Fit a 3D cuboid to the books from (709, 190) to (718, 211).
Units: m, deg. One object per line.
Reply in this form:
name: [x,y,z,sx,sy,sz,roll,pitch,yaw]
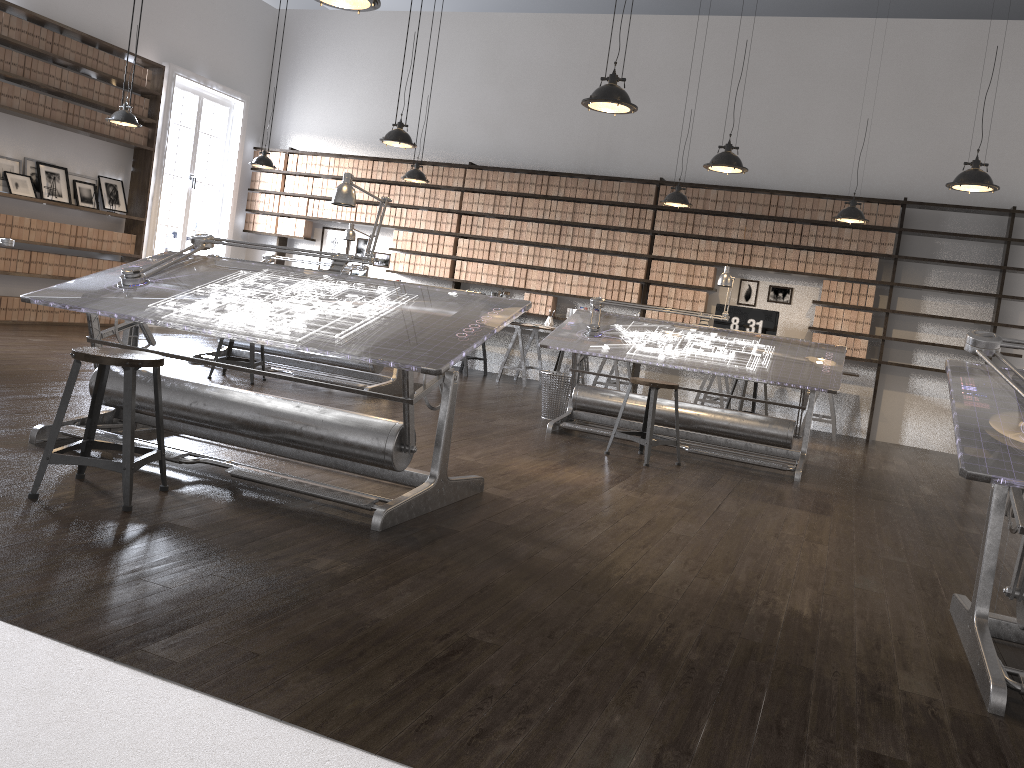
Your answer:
books: [2.192,-1.977,9.594,0.067,0.225,0.174,9,4,20]

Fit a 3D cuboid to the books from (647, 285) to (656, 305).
books: [1.565,-0.977,9.825,0.067,0.225,0.174,9,4,20]

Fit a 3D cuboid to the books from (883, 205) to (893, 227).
books: [3.810,-1.693,8.976,0.067,0.225,0.174,9,4,20]

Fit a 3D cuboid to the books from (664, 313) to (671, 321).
books: [1.719,-0.669,9.760,0.067,0.225,0.174,9,4,20]

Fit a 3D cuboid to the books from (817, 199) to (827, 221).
books: [3.222,-1.796,9.198,0.067,0.225,0.174,9,4,21]

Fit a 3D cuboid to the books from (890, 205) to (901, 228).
books: [3.873,-1.681,8.948,0.067,0.225,0.174,9,4,21]

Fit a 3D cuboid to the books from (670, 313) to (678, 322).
books: [1.780,-0.659,9.739,0.067,0.225,0.174,9,4,21]

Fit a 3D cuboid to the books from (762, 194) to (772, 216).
books: [2.707,-1.887,9.400,0.067,0.225,0.174,9,4,20]

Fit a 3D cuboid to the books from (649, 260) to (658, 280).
books: [1.588,-1.252,9.821,0.067,0.225,0.174,9,4,20]

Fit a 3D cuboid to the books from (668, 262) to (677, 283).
books: [1.782,-1.217,9.742,0.067,0.225,0.174,9,4,20]

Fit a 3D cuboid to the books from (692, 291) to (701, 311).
books: [2.023,-0.896,9.648,0.067,0.225,0.174,9,4,21]

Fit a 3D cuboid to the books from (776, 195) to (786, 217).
books: [2.845,-1.863,9.347,0.067,0.225,0.174,9,4,20]

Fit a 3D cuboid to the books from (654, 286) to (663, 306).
books: [1.631,-0.965,9.794,0.067,0.225,0.174,9,4,21]

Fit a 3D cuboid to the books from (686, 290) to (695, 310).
books: [1.959,-0.907,9.667,0.067,0.225,0.174,9,4,20]

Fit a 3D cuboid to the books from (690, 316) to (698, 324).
books: [1.982,-0.623,9.656,0.067,0.225,0.174,9,4,21]

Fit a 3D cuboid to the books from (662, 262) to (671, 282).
books: [1.715,-1.229,9.766,0.067,0.225,0.174,9,4,21]

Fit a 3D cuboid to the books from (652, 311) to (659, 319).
books: [1.592,-0.691,9.804,0.067,0.225,0.174,9,4,20]

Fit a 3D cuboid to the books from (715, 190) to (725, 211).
books: [2.258,-1.966,9.567,0.067,0.225,0.174,9,4,21]

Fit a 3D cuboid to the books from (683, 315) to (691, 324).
books: [1.918,-0.635,9.686,0.067,0.225,0.174,9,4,21]

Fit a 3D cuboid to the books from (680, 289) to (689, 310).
books: [1.899,-0.918,9.696,0.067,0.225,0.174,9,4,21]

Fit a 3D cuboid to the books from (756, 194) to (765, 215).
books: [2.645,-1.898,9.421,0.067,0.225,0.174,9,4,21]

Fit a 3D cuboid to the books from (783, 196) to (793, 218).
books: [2.909,-1.851,9.317,0.067,0.225,0.174,9,4,20]

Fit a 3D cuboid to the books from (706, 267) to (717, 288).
books: [2.162,-1.150,9.599,0.067,0.225,0.174,9,4,21]

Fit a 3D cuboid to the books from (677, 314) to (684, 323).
books: [1.847,-0.647,9.708,0.067,0.225,0.174,9,4,20]

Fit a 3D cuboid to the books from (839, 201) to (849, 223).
books: [3.420,-1.762,9.126,0.067,0.225,0.174,9,4,21]

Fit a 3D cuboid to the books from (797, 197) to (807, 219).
books: [3.041,-1.828,9.271,0.067,0.225,0.174,9,4,21]

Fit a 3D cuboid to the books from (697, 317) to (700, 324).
books: [2.049,-0.611,9.635,0.067,0.225,0.174,9,4,20]

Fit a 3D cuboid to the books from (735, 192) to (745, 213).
books: [2.453,-1.932,9.494,0.067,0.225,0.174,9,4,21]

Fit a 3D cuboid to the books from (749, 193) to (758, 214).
books: [2.586,-1.908,9.439,0.067,0.225,0.174,9,4,20]

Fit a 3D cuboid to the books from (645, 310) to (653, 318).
books: [1.527,-0.703,9.833,0.067,0.225,0.174,9,4,20]

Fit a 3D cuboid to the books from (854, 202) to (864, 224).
books: [3.548,-1.738,9.069,0.067,0.225,0.174,9,4,20]

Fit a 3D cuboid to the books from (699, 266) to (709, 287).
books: [2.095,-1.162,9.620,0.067,0.225,0.174,9,4,21]

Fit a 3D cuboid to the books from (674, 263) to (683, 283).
books: [1.841,-1.207,9.721,0.067,0.225,0.174,9,4,20]

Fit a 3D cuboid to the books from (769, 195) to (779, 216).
books: [2.773,-1.875,9.369,0.067,0.225,0.174,9,4,21]

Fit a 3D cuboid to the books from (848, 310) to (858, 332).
books: [3.497,-0.636,9.075,0.067,0.225,0.174,9,4,20]

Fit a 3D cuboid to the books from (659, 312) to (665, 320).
books: [1.659,-0.679,9.778,0.067,0.225,0.174,9,4,21]

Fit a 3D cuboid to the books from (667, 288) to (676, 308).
books: [1.767,-0.941,9.743,0.067,0.225,0.174,9,4,20]

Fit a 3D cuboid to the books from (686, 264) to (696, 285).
books: [1.965,-1.185,9.674,0.067,0.225,0.174,9,4,20]

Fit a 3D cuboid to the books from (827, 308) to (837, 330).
books: [3.307,-0.670,9.156,0.067,0.225,0.174,9,4,20]

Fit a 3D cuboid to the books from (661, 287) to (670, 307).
books: [1.703,-0.953,9.773,0.067,0.225,0.174,9,4,20]

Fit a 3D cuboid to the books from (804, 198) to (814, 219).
books: [3.101,-1.817,9.242,0.067,0.225,0.174,9,4,20]

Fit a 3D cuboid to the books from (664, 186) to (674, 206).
books: [1.744,-2.056,9.765,0.067,0.225,0.174,9,4,20]

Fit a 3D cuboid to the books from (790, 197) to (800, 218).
books: [2.975,-1.840,9.296,0.067,0.225,0.174,9,4,21]

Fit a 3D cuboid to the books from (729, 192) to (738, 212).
books: [2.390,-1.943,9.523,0.067,0.225,0.174,9,4,20]

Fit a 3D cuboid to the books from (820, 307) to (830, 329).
books: [3.242,-0.681,9.179,0.067,0.225,0.174,9,4,20]

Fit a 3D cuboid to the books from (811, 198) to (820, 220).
books: [3.164,-1.806,9.222,0.067,0.225,0.174,9,4,21]

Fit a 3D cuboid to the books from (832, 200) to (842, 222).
books: [3.354,-1.773,9.149,0.067,0.225,0.174,9,4,21]

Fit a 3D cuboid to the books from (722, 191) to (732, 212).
books: [2.325,-1.954,9.546,0.067,0.225,0.174,9,4,20]

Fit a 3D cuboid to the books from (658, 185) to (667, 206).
books: [1.677,-2.069,9.796,0.067,0.225,0.174,9,4,21]

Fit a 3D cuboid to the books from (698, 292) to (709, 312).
books: [2.080,-0.886,9.624,0.067,0.225,0.174,9,4,21]

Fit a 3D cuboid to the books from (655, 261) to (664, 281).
books: [1.651,-1.240,9.794,0.067,0.225,0.174,9,4,20]

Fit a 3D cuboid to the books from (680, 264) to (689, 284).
books: [1.901,-1.196,9.693,0.067,0.225,0.174,9,4,21]

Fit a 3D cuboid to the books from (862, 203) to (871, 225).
books: [3.615,-1.726,9.043,0.067,0.225,0.174,9,4,21]

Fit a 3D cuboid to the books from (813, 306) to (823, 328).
books: [3.176,-0.693,9.200,0.067,0.225,0.174,9,4,21]

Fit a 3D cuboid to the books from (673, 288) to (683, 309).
books: [1.834,-0.930,9.722,0.067,0.225,0.174,9,4,21]

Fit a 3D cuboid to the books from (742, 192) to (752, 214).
books: [2.519,-1.920,9.465,0.067,0.225,0.174,9,4,21]

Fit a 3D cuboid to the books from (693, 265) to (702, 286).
books: [2.031,-1.173,9.649,0.067,0.225,0.174,9,4,20]

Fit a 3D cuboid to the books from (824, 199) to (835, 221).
books: [3.288,-1.784,9.171,0.067,0.225,0.174,9,4,20]
